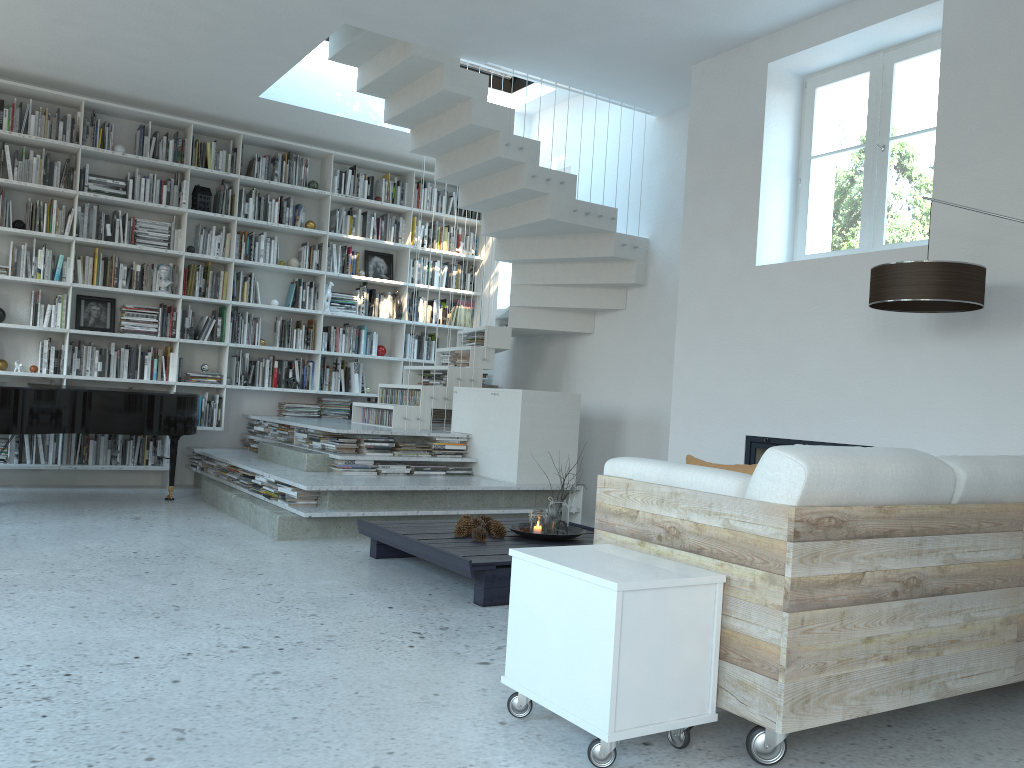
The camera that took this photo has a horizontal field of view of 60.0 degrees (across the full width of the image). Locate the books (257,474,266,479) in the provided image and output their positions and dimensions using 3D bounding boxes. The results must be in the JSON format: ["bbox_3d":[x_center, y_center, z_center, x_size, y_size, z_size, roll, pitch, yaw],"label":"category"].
[{"bbox_3d":[-1.682,0.643,6.189,0.139,0.013,0.288,4,-1,-28],"label":"books"}]

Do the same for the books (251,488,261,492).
[{"bbox_3d":[-1.694,0.742,6.185,0.171,0.005,0.297,4,-1,-34],"label":"books"}]

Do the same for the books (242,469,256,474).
[{"bbox_3d":[-1.844,0.638,6.448,0.157,0.007,0.268,4,-1,-33],"label":"books"}]

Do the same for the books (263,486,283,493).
[{"bbox_3d":[-1.536,0.704,5.927,0.191,0.015,0.246,4,-1,-32],"label":"books"}]

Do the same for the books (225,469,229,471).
[{"bbox_3d":[-2.178,0.670,6.971,0.140,0.013,0.180,4,-1,-30],"label":"books"}]

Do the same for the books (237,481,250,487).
[{"bbox_3d":[-1.870,0.728,6.434,0.189,0.009,0.290,4,-1,-30],"label":"books"}]

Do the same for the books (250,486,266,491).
[{"bbox_3d":[-1.696,0.726,6.183,0.180,0.008,0.267,4,-1,-34],"label":"books"}]

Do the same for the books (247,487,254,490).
[{"bbox_3d":[-1.853,0.746,6.446,0.142,0.012,0.291,4,-1,-29],"label":"books"}]

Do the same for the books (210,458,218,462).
[{"bbox_3d":[-2.352,0.620,7.228,0.159,0.006,0.285,4,-1,-31],"label":"books"}]

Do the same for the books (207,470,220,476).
[{"bbox_3d":[-2.367,0.722,7.222,0.177,0.026,0.230,4,-1,-30],"label":"books"}]

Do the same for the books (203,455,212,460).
[{"bbox_3d":[-2.506,0.623,7.495,0.135,0.014,0.297,4,-1,-32],"label":"books"}]

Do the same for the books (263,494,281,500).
[{"bbox_3d":[-1.545,0.754,5.923,0.191,0.016,0.208,4,-1,-28],"label":"books"}]

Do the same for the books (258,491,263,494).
[{"bbox_3d":[-1.690,0.749,6.187,0.147,0.008,0.236,4,-1,-28],"label":"books"}]

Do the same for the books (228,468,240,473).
[{"bbox_3d":[-2.025,0.651,6.701,0.165,0.014,0.235,4,-1,-38],"label":"books"}]

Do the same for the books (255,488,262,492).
[{"bbox_3d":[-1.692,0.735,6.186,0.159,0.009,0.275,4,-1,-30],"label":"books"}]

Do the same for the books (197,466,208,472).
[{"bbox_3d":[-2.532,0.715,7.482,0.189,0.030,0.237,4,-1,-33],"label":"books"}]

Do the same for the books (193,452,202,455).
[{"bbox_3d":[-2.674,0.605,7.735,0.158,0.014,0.234,4,-1,-35],"label":"books"}]

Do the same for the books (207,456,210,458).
[{"bbox_3d":[-2.509,0.606,7.493,0.137,0.018,0.200,4,-1,-29],"label":"books"}]

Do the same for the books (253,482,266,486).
[{"bbox_3d":[-1.694,0.696,6.183,0.171,0.007,0.260,4,-1,-30],"label":"books"}]

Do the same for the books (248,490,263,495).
[{"bbox_3d":[-1.708,0.754,6.176,0.193,0.005,0.224,4,-1,-37],"label":"books"}]

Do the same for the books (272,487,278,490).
[{"bbox_3d":[-1.525,0.696,5.934,0.150,0.004,0.290,4,-1,-29],"label":"books"}]

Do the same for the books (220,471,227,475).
[{"bbox_3d":[-2.187,0.701,6.967,0.165,0.012,0.205,4,-1,-33],"label":"books"}]

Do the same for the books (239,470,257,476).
[{"bbox_3d":[-1.857,0.647,6.440,0.170,0.014,0.281,4,-1,-36],"label":"books"}]

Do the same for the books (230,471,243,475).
[{"bbox_3d":[-2.016,0.672,6.707,0.155,0.009,0.297,4,-1,-32],"label":"books"}]

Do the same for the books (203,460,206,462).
[{"bbox_3d":[-2.511,0.653,7.493,0.143,0.019,0.230,4,-1,-32],"label":"books"}]

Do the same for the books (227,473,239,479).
[{"bbox_3d":[-2.028,0.695,6.700,0.182,0.013,0.287,4,-1,-32],"label":"books"}]

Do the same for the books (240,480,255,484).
[{"bbox_3d":[-1.861,0.710,6.440,0.177,0.011,0.220,4,-1,-31],"label":"books"}]

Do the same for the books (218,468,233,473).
[{"bbox_3d":[-2.190,0.681,6.964,0.159,0.011,0.246,4,-1,-37],"label":"books"}]

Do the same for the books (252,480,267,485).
[{"bbox_3d":[-1.695,0.684,6.182,0.180,0.017,0.182,4,-1,-36],"label":"books"}]

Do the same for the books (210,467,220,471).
[{"bbox_3d":[-2.348,0.692,7.233,0.149,0.007,0.300,4,-1,-33],"label":"books"}]

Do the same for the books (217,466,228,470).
[{"bbox_3d":[-2.193,0.658,6.961,0.169,0.009,0.241,4,-1,-37],"label":"books"}]

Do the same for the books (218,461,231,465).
[{"bbox_3d":[-2.187,0.618,6.963,0.174,0.011,0.227,4,-1,-34],"label":"books"}]

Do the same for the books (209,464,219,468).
[{"bbox_3d":[-2.361,0.665,7.224,0.171,0.020,0.193,4,-1,-29],"label":"books"}]

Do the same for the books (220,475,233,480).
[{"bbox_3d":[-2.190,0.734,6.966,0.157,0.014,0.180,4,-1,-36],"label":"books"}]

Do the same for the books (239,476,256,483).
[{"bbox_3d":[-1.858,0.692,6.441,0.160,0.025,0.244,4,-1,-38],"label":"books"}]

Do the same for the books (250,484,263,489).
[{"bbox_3d":[-1.701,0.715,6.179,0.189,0.013,0.215,4,-1,-35],"label":"books"}]

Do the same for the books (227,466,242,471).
[{"bbox_3d":[-2.027,0.638,6.699,0.179,0.012,0.249,4,-1,-36],"label":"books"}]

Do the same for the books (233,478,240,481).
[{"bbox_3d":[-2.010,0.729,6.713,0.128,0.005,0.296,4,-1,-31],"label":"books"}]

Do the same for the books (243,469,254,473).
[{"bbox_3d":[-1.847,0.630,6.446,0.160,0.008,0.239,4,-1,-32],"label":"books"}]

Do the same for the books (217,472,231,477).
[{"bbox_3d":[-2.192,0.713,6.964,0.159,0.012,0.292,4,-1,-36],"label":"books"}]

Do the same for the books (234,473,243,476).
[{"bbox_3d":[-2.009,0.684,6.712,0.140,0.013,0.180,4,-1,-32],"label":"books"}]

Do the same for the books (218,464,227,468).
[{"bbox_3d":[-2.198,0.645,6.958,0.182,0.016,0.198,4,-1,-28],"label":"books"}]

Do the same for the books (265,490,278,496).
[{"bbox_3d":[-1.527,0.729,5.933,0.170,0.006,0.268,4,-1,-33],"label":"books"}]

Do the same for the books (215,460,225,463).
[{"bbox_3d":[-2.199,0.608,6.955,0.193,0.005,0.224,4,-1,-37],"label":"books"}]

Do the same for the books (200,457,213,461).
[{"bbox_3d":[-2.519,0.638,7.487,0.160,0.009,0.291,4,-1,-31],"label":"books"}]

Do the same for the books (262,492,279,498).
[{"bbox_3d":[-1.536,0.742,5.928,0.178,0.009,0.276,4,-1,-35],"label":"books"}]

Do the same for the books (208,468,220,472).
[{"bbox_3d":[-2.360,0.702,7.226,0.172,0.014,0.221,4,-1,-32],"label":"books"}]

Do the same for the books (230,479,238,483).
[{"bbox_3d":[-2.029,0.734,6.701,0.161,0.008,0.254,4,-1,-28],"label":"books"}]

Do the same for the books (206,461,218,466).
[{"bbox_3d":[-2.363,0.648,7.222,0.180,0.015,0.294,4,-1,-35],"label":"books"}]

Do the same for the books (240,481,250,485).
[{"bbox_3d":[-1.854,0.720,6.445,0.147,0.008,0.290,4,-1,-37],"label":"books"}]

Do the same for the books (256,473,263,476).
[{"bbox_3d":[-1.681,0.629,6.189,0.157,0.014,0.215,4,-1,-31],"label":"books"}]

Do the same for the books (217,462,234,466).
[{"bbox_3d":[-2.191,0.631,6.962,0.171,0.015,0.252,4,-1,-36],"label":"books"}]

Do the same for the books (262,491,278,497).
[{"bbox_3d":[-1.541,0.735,5.925,0.191,0.006,0.275,4,-1,-31],"label":"books"}]

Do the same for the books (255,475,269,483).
[{"bbox_3d":[-1.682,0.663,6.190,0.141,0.028,0.222,4,-1,-38],"label":"books"}]

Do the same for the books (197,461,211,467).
[{"bbox_3d":[-2.536,0.674,7.478,0.191,0.028,0.212,4,-1,-29],"label":"books"}]

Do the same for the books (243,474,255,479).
[{"bbox_3d":[-1.847,0.672,6.447,0.142,0.017,0.239,4,-1,-37],"label":"books"}]

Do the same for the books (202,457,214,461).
[{"bbox_3d":[-2.511,0.632,7.493,0.126,0.005,0.290,4,-1,-38],"label":"books"}]

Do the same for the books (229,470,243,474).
[{"bbox_3d":[-2.019,0.663,6.705,0.169,0.009,0.241,4,-1,-33],"label":"books"}]
